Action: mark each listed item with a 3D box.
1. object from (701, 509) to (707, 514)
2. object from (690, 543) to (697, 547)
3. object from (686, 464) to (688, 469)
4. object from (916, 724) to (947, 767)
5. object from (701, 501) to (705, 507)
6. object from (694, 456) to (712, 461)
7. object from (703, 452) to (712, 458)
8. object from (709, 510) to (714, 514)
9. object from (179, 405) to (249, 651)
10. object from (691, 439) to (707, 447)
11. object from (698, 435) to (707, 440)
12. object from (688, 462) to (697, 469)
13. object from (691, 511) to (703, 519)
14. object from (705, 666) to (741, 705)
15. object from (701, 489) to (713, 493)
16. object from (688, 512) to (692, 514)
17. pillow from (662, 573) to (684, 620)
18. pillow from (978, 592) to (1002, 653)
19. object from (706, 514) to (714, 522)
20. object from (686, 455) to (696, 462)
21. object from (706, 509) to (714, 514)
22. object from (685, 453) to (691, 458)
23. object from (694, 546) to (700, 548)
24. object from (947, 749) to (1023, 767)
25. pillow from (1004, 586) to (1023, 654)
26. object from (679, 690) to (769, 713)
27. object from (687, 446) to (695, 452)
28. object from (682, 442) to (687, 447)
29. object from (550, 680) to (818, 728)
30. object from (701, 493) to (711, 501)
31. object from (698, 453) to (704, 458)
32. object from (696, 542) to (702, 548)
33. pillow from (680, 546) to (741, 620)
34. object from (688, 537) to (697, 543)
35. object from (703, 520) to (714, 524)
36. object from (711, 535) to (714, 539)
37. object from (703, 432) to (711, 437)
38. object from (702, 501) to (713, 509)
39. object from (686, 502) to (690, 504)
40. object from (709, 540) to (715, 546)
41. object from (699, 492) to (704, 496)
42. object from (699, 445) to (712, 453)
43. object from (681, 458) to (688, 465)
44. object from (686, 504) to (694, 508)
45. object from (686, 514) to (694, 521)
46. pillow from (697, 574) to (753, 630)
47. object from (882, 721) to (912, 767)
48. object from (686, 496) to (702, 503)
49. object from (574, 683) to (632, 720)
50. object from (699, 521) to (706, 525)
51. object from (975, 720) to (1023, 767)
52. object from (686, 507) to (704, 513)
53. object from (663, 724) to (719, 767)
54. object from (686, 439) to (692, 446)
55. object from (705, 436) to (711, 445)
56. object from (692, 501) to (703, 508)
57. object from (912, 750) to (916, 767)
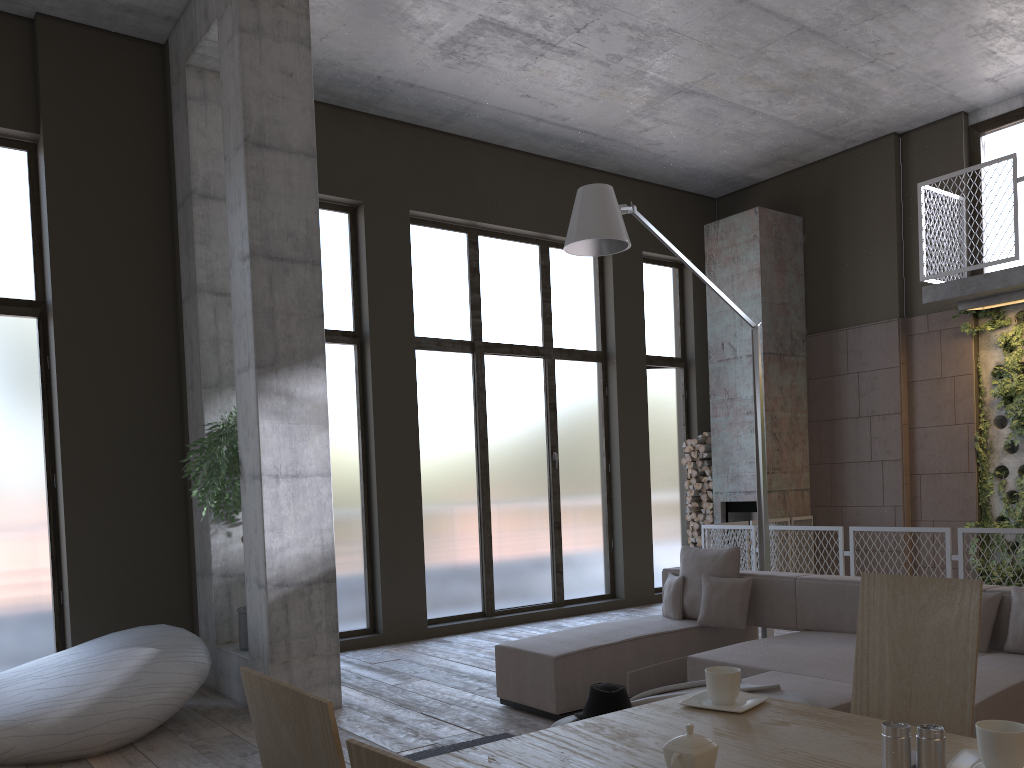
[{"bbox_3d":[2.523,1.577,10.902,0.422,0.067,0.067,2,-5,-35],"label":"object"},{"bbox_3d":[2.412,2.065,11.147,0.364,0.118,0.070,2,-3,-36],"label":"object"},{"bbox_3d":[2.348,1.030,11.019,0.422,0.067,0.067,3,-5,-37],"label":"object"},{"bbox_3d":[0.777,0.690,1.625,0.052,0.109,0.052,-2,0,9],"label":"object"},{"bbox_3d":[2.521,1.488,10.951,0.362,0.086,0.102,2,-5,-35],"label":"object"},{"bbox_3d":[2.447,0.931,10.915,0.434,0.079,0.115,3,-6,-37],"label":"object"},{"bbox_3d":[2.520,0.872,10.789,0.422,0.067,0.066,3,-5,-37],"label":"object"},{"bbox_3d":[2.513,1.561,10.733,0.250,0.048,0.063,3,-6,-37],"label":"object"},{"bbox_3d":[-1.957,1.040,6.504,1.002,1.863,0.966,-2,0,20],"label":"object"},{"bbox_3d":[2.358,0.732,10.884,0.291,0.103,0.104,2,-5,-37],"label":"object"},{"bbox_3d":[2.449,0.670,10.888,0.359,0.073,0.065,3,-5,-38],"label":"object"},{"bbox_3d":[2.391,1.011,10.957,0.479,0.083,0.094,3,-5,-37],"label":"object"},{"bbox_3d":[2.444,1.641,11.042,0.454,0.089,0.091,2,-5,-35],"label":"object"},{"bbox_3d":[0.559,0.799,2.327,0.093,0.088,0.117,-3,-4,7],"label":"object"},{"bbox_3d":[2.487,1.320,10.865,0.332,0.056,0.089,2,-6,-35],"label":"object"},{"bbox_3d":[2.386,1.610,11.082,0.424,0.085,0.067,2,-4,-34],"label":"object"},{"bbox_3d":[1.224,1.618,6.629,0.151,0.376,0.370,-2,-2,-4],"label":"pillow"},{"bbox_3d":[2.532,1.329,4.923,0.186,0.358,0.372,-2,-2,-37],"label":"pillow"},{"bbox_3d":[2.512,1.637,10.742,0.292,0.103,0.101,2,-5,-37],"label":"object"},{"bbox_3d":[2.363,0.937,10.977,0.455,0.089,0.091,3,-5,-37],"label":"object"},{"bbox_3d":[2.570,1.566,10.837,0.422,0.067,0.068,2,-5,-35],"label":"object"},{"bbox_3d":[2.342,0.902,11.038,0.425,0.086,0.066,3,-4,-39],"label":"object"},{"bbox_3d":[2.435,2.071,10.988,0.479,0.083,0.094,3,-5,-37],"label":"object"},{"bbox_3d":[0.956,0.751,1.705,0.186,0.014,0.185,-8,-9,40],"label":"object"},{"bbox_3d":[2.780,1.246,4.617,0.187,0.366,0.364,-2,-2,-31],"label":"pillow"},{"bbox_3d":[0.560,0.840,2.315,0.186,0.014,0.185,-8,-9,40],"label":"object"},{"bbox_3d":[2.369,0.807,10.951,0.434,0.080,0.113,3,-6,-37],"label":"object"},{"bbox_3d":[2.312,0.762,11.041,0.422,0.069,0.068,3,-5,-37],"label":"object"},{"bbox_3d":[0.565,1.632,3.835,1.594,0.502,1.052,0,-6,-18],"label":"object"},{"bbox_3d":[2.469,1.394,10.845,0.293,0.107,0.099,2,-4,-37],"label":"object"},{"bbox_3d":[2.473,0.883,10.854,0.422,0.066,0.068,3,-5,-37],"label":"object"},{"bbox_3d":[2.491,1.991,10.946,0.434,0.079,0.115,3,-6,-37],"label":"object"},{"bbox_3d":[1.419,1.456,6.406,0.220,0.556,0.566,-3,-2,-34],"label":"pillow"},{"bbox_3d":[2.407,1.962,11.128,0.436,0.107,0.080,2,-4,-36],"label":"object"},{"bbox_3d":[2.539,1.697,10.864,0.363,0.067,0.122,2,-7,-35],"label":"object"},{"bbox_3d":[2.622,1.869,10.829,0.434,0.079,0.115,3,-6,-37],"label":"object"},{"bbox_3d":[2.504,0.626,10.853,0.332,0.056,0.088,3,-6,-37],"label":"object"},{"bbox_3d":[2.546,1.493,10.874,0.436,0.093,0.093,2,-5,-35],"label":"object"},{"bbox_3d":[2.378,1.472,11.106,0.422,0.071,0.067,2,-5,-35],"label":"object"},{"bbox_3d":[2.611,1.947,10.812,0.479,0.083,0.094,2,-5,-35],"label":"object"},{"bbox_3d":[2.474,1.368,10.930,0.359,0.074,0.065,2,-4,-35],"label":"object"},{"bbox_3d":[2.488,0.798,10.816,0.437,0.093,0.094,3,-5,-37],"label":"object"},{"bbox_3d":[2.316,0.972,11.051,0.437,0.092,0.092,3,-5,-37],"label":"object"},{"bbox_3d":[2.365,1.538,11.085,0.363,0.067,0.122,3,-7,-37],"label":"object"},{"bbox_3d":[2.390,1.680,11.111,0.436,0.092,0.092,2,-5,-35],"label":"object"},{"bbox_3d":[1.492,1.524,6.139,0.378,0.372,0.169,-4,0,27],"label":"pillow"},{"bbox_3d":[0.721,0.693,1.644,0.052,0.112,0.052,-2,0,9],"label":"object"},{"bbox_3d":[2.389,1.444,11.040,0.454,0.089,0.091,2,-5,-34],"label":"object"},{"bbox_3d":[0.408,1.360,3.738,0.303,0.169,0.298,-6,-6,41],"label":"object"},{"bbox_3d":[2.482,1.722,10.949,0.359,0.074,0.065,3,-5,-38],"label":"object"},{"bbox_3d":[0.956,0.710,1.717,0.093,0.088,0.117,-3,-4,7],"label":"object"},{"bbox_3d":[2.353,1.567,10.983,0.422,0.073,0.072,2,-5,-35],"label":"object"},{"bbox_3d":[0.357,0.735,1.752,0.089,0.112,0.122,-4,-3,45],"label":"object"},{"bbox_3d":[2.372,0.740,11.008,0.455,0.090,0.091,3,-5,-38],"label":"object"},{"bbox_3d":[2.533,0.704,10.872,0.294,0.108,0.100,2,-4,-35],"label":"object"},{"bbox_3d":[2.453,1.512,11.027,0.434,0.079,0.115,2,-6,-35],"label":"object"},{"bbox_3d":[0.763,0.730,1.687,0.051,0.045,0.051,-1,-3,-18],"label":"object"}]
